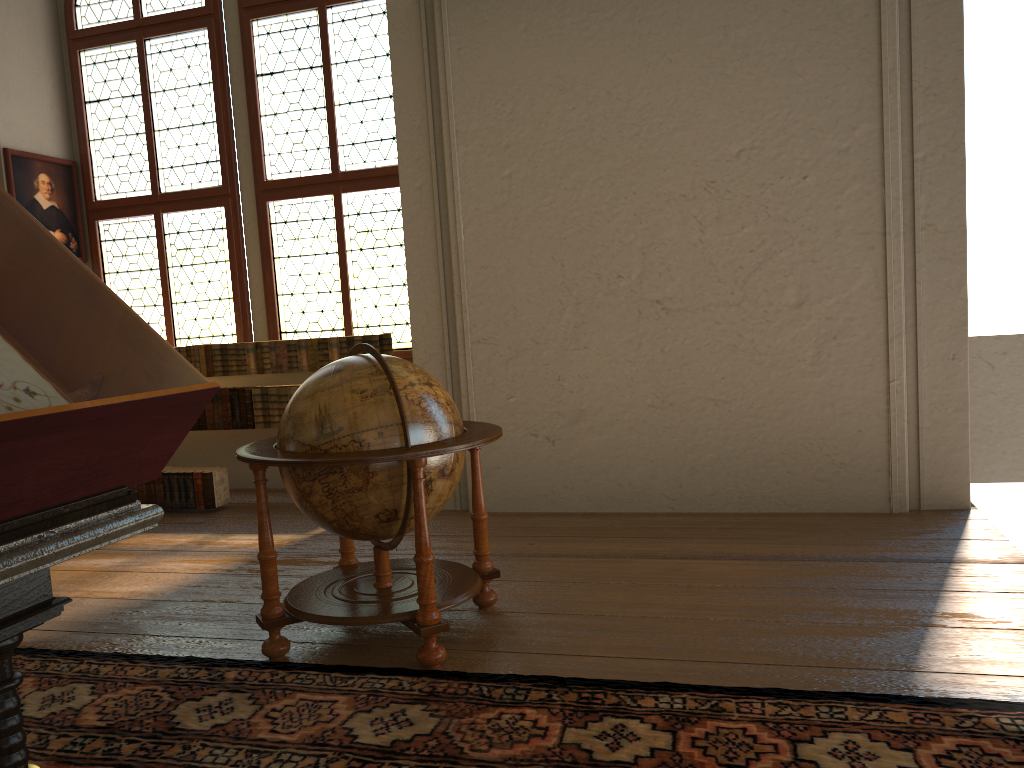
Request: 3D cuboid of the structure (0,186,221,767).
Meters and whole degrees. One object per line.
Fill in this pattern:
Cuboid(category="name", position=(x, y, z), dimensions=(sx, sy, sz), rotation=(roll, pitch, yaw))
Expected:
Cuboid(category="structure", position=(-1.661, 0.540, 1.575), dimensions=(1.892, 1.985, 1.242), rotation=(-2, 5, 16))

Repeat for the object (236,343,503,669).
Cuboid(category="object", position=(-0.669, 0.522, 4.367), dimensions=(1.277, 1.451, 1.278), rotation=(-7, 6, -36))

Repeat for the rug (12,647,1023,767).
Cuboid(category="rug", position=(-11.130, 1.863, 4.629), dimensions=(36.911, 0.064, 4.695), rotation=(-2, 5, 16))
